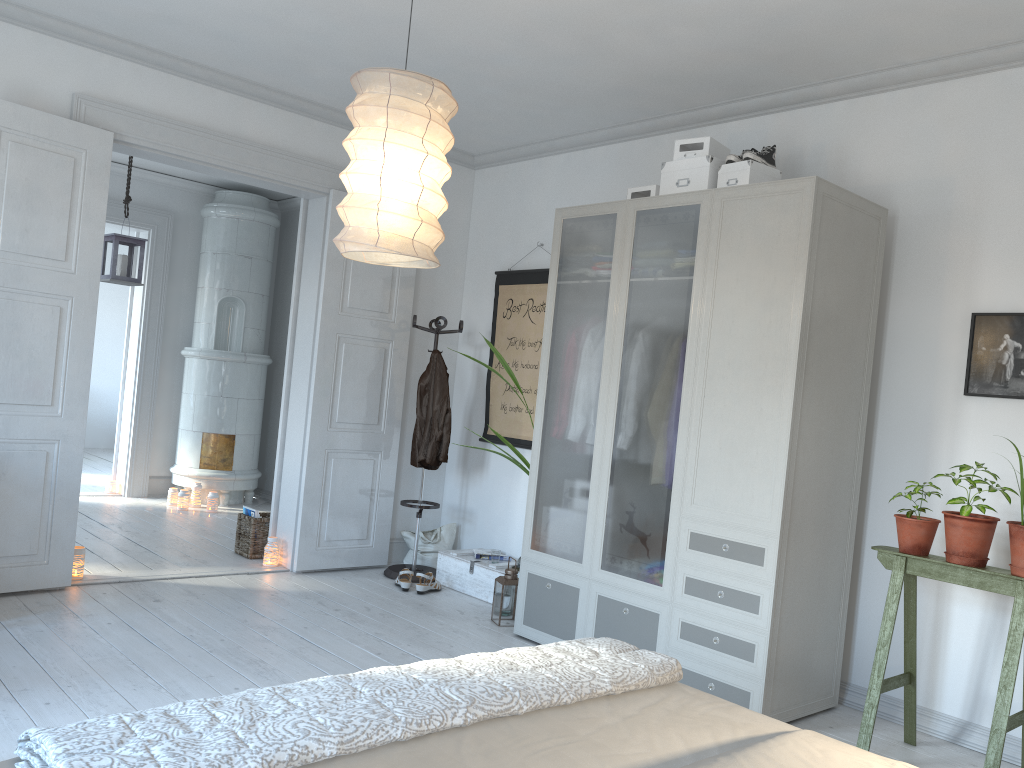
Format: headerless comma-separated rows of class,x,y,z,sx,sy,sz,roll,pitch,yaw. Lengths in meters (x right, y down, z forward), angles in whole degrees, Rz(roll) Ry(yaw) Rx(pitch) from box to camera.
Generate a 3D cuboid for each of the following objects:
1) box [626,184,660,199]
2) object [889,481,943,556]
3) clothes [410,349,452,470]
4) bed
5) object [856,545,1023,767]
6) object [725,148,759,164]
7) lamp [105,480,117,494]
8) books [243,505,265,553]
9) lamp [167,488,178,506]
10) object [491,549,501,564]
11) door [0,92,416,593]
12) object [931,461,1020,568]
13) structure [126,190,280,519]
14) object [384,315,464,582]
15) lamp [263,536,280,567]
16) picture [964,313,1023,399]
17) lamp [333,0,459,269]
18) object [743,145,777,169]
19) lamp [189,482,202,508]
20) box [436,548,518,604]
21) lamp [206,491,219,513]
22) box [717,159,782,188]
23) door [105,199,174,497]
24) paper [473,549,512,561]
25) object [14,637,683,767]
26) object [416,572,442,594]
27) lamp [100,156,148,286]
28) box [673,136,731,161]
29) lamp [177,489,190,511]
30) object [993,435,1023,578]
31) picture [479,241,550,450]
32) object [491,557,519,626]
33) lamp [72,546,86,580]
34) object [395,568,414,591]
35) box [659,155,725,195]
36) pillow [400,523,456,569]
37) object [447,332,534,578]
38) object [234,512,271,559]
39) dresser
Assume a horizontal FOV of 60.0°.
box,0.704,-0.894,4.365,0.223,0.107,0.180,6,0,-42
object,1.513,0.498,3.337,0.194,0.277,0.177,6,0,15
clothes,-0.493,0.165,5.596,0.237,0.770,0.211,6,0,-9
bed,0.332,0.750,1.250,1.890,1.046,2.174,6,0,-42
object,1.598,1.033,3.198,0.431,0.774,0.670,5,0,-42
object,1.040,-1.022,4.013,0.080,0.110,0.213,6,0,42
lamp,-3.498,0.900,7.734,0.093,0.110,0.093,6,0,-25
books,-1.654,0.962,5.843,0.201,0.300,0.179,6,0,-42
lamp,-2.857,0.951,7.469,0.084,0.146,0.084,5,0,-38
object,-0.097,1.032,5.284,0.060,0.081,0.060,6,0,13
door,-1.789,-0.149,5.092,2.601,2.505,0.577,6,0,-42
object,1.639,0.462,3.174,0.234,0.370,0.258,6,0,-30
structure,-2.555,-0.278,7.719,0.800,2.828,1.248,6,0,3
object,-0.550,0.402,5.661,0.375,1.658,0.374,5,0,-35
lamp,-1.492,1.042,5.505,0.092,0.180,0.093,6,0,31
picture,1.970,-0.116,3.573,0.022,0.342,0.250,5,0,-42
lamp,-0.319,-0.987,2.698,0.339,1.231,0.340,6,0,-11
object,1.109,-1.016,3.936,0.213,0.110,0.080,6,0,-36
lamp,-2.672,0.938,7.500,0.098,0.210,0.098,5,0,-38
box,-0.131,1.164,5.408,0.376,0.218,0.641,6,-1,-42
lamp,-2.479,0.977,7.346,0.089,0.166,0.089,5,0,-43
box,1.060,-0.889,3.971,0.227,0.158,0.182,6,0,-37
door,-3.798,-0.325,7.330,2.601,2.505,0.577,6,0,-42
paper,-0.125,1.056,5.470,0.222,0.031,0.175,6,-1,-10
object,-0.220,0.664,1.881,1.461,0.104,0.404,6,-1,-42
object,-0.489,1.175,5.299,0.099,0.126,0.272,6,0,21
lamp,-2.588,-1.563,6.047,0.228,1.762,0.228,6,1,45
box,0.896,-1.076,4.186,0.180,0.107,0.225,5,0,38
lamp,-2.703,0.954,7.296,0.089,0.166,0.089,5,0,-41
object,1.779,0.409,3.014,0.300,0.499,0.334,6,0,31
picture,0.118,-0.247,5.616,0.057,1.313,0.792,5,0,-42
object,-0.014,1.105,4.738,0.132,0.352,0.137,6,0,-20
lamp,-2.330,0.955,4.730,0.089,0.166,0.089,6,0,40
object,-0.649,1.160,5.342,0.099,0.126,0.272,6,0,-10
box,0.890,-0.925,4.162,0.286,0.199,0.280,6,0,-42
pillow,-0.558,1.079,5.955,0.317,0.314,0.272,6,0,-41
object,0.083,0.510,4.954,1.044,1.554,0.288,6,0,-12
object,-1.647,0.996,5.852,0.270,0.265,0.223,6,0,-42
dresser,0.812,0.254,4.163,0.631,2.163,1.431,5,0,-42
